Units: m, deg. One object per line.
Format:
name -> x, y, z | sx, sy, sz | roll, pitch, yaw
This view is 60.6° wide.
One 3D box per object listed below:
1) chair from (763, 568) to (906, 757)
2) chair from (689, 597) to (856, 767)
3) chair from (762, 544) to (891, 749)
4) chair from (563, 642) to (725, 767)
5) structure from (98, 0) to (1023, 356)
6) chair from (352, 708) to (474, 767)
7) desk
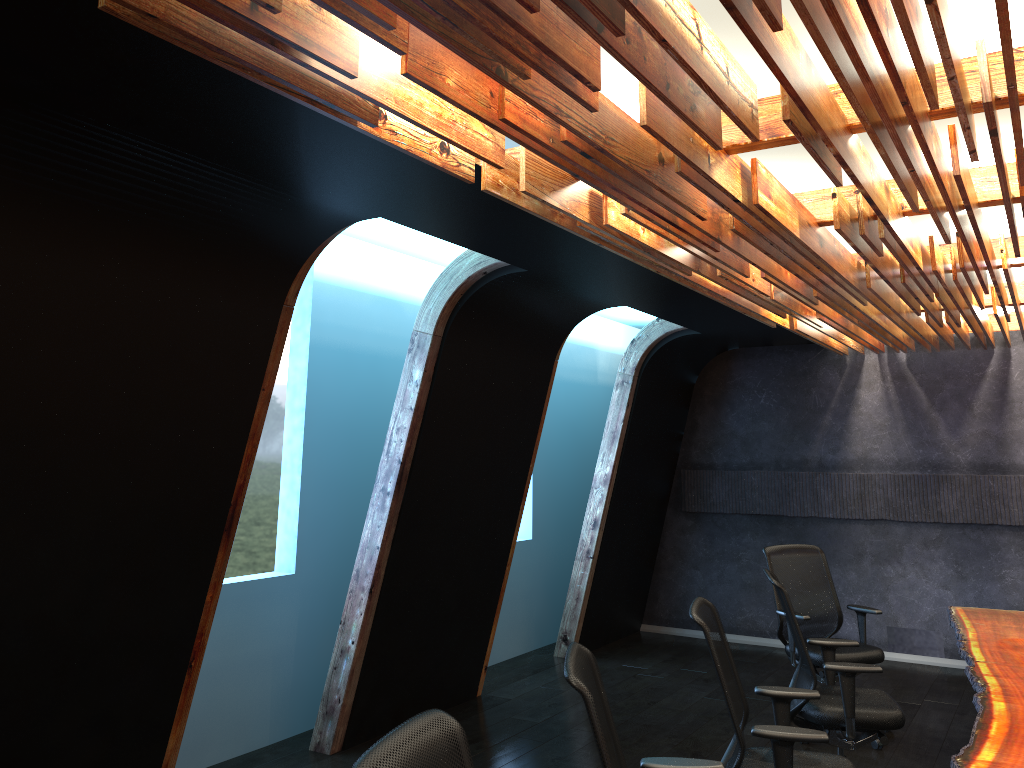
chair -> 1.855, 1.705, 4.893 | 0.796, 1.265, 0.796 | -1, -11, 11
chair -> 1.197, 1.604, 3.761 | 0.795, 1.265, 0.797 | -2, -11, 16
chair -> 2.278, 1.823, 6.265 | 0.814, 1.265, 0.778 | 5, -11, -24
chair -> 0.568, 1.514, 2.753 | 0.796, 1.265, 0.796 | -1, -10, 6
structure -> 2.308, 0.495, 2.942 | 4.501, 3.053, 11.319 | -4, -7, 31
chair -> 0.087, 1.433, 1.841 | 0.795, 1.265, 0.797 | -2, -11, 16
desk -> 2.397, 1.772, 3.168 | 2.024, 0.834, 6.571 | -3, -6, 32
